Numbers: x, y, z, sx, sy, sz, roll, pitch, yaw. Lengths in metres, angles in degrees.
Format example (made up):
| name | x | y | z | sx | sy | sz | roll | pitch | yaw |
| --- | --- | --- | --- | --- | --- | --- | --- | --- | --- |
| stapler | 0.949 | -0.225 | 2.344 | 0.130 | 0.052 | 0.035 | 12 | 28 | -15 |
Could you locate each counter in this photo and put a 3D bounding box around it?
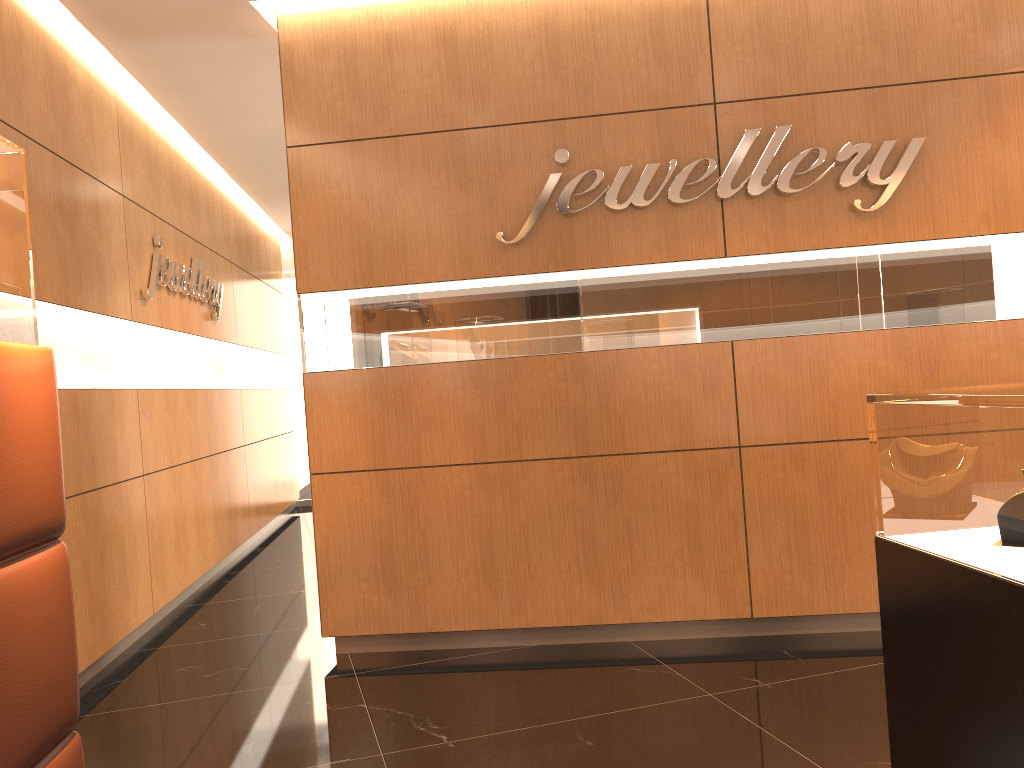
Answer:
| name | x | y | z | sx | sy | sz | roll | pitch | yaw |
| --- | --- | --- | --- | --- | --- | --- | --- | --- | --- |
| counter | 1.378 | 0.583 | 1.114 | 0.615 | 1.173 | 2.514 | -4 | 0 | -5 |

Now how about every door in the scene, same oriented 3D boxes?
| name | x | y | z | sx | sy | sz | roll | pitch | yaw |
| --- | --- | --- | --- | --- | --- | --- | --- | --- | --- |
| door | -2.377 | 0.044 | 10.846 | 1.249 | 2.882 | 0.134 | -4 | 0 | -5 |

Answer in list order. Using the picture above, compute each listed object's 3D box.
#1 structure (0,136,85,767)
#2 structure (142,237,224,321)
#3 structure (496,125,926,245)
| name | x | y | z | sx | sy | sz | roll | pitch | yaw |
| --- | --- | --- | --- | --- | --- | --- | --- | --- | --- |
| structure | -1.345 | 0.400 | 2.033 | 0.498 | 1.968 | 0.484 | -4 | 0 | -5 |
| structure | -2.356 | -0.739 | 6.468 | 0.034 | 0.442 | 2.050 | -4 | 0 | -5 |
| structure | 0.926 | -0.976 | 4.259 | 2.050 | 0.442 | 0.034 | -4 | 0 | 6 |
